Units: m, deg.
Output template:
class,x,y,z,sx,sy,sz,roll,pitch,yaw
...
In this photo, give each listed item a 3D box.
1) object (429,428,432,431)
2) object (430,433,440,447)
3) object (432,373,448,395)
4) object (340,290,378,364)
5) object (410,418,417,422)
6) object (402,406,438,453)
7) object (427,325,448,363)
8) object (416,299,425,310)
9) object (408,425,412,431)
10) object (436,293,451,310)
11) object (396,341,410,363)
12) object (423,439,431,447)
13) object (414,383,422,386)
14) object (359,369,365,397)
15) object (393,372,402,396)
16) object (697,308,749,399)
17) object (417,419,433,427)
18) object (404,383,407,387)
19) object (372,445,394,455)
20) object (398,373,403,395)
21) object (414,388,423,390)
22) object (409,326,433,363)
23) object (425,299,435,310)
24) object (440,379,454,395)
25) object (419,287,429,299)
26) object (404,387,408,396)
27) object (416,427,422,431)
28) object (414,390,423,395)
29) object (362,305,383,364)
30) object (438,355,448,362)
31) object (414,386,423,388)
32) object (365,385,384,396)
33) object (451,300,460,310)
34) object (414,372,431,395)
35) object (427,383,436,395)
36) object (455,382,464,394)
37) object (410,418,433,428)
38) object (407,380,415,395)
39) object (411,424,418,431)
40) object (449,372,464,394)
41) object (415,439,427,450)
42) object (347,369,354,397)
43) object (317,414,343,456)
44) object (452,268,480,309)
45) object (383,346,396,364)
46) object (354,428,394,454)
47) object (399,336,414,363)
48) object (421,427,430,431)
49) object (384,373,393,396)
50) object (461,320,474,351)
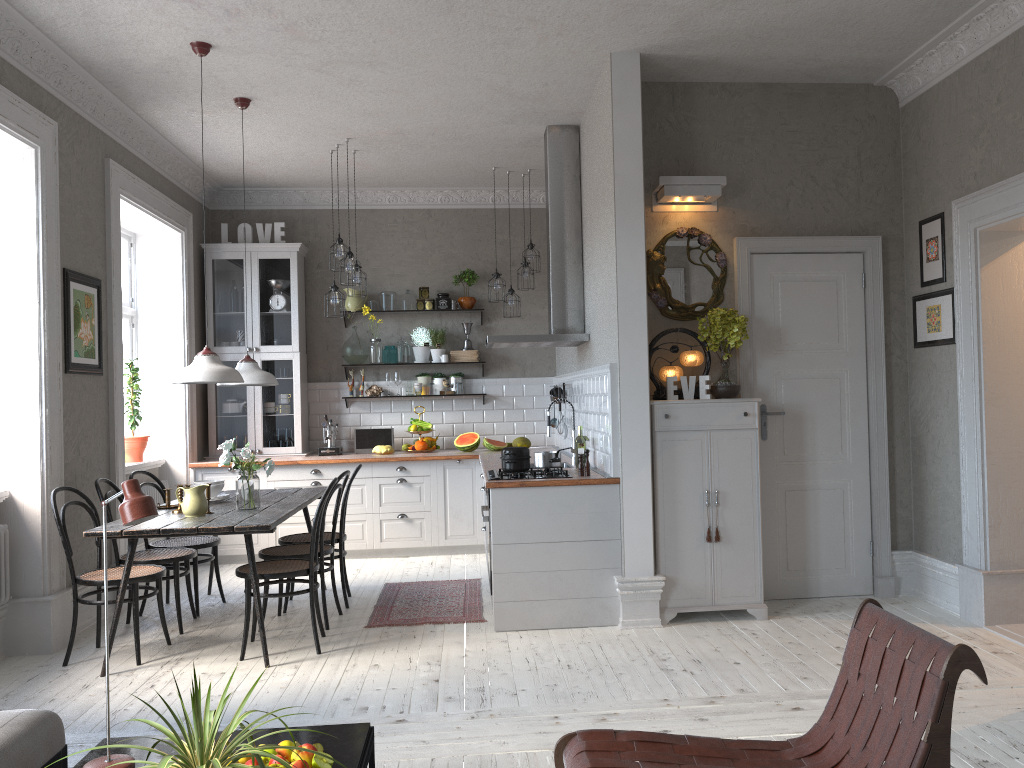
class,x,y,z,sx,sy,sz,roll,pitch,yaw
object,-0.749,0.417,8.082,0.052,0.050,0.049,-2,-1,5
object,-0.711,0.514,8.090,0.060,0.120,0.127,-2,-1,20
object,-0.680,-0.004,8.324,0.170,0.214,0.150,-2,-1,25
object,-1.456,-0.517,8.147,0.341,0.674,0.331,-1,-1,-36
object,-0.891,0.335,8.039,0.074,0.058,0.050,-1,-1,-28
object,-0.838,0.411,8.065,0.357,0.425,0.347,-1,-1,-19
object,-0.696,-0.385,8.264,0.188,0.380,0.166,-1,-1,-43
object,-0.851,-0.731,8.251,0.083,0.113,0.082,-1,-1,-4
object,-0.901,0.415,8.064,0.097,0.078,0.100,-1,-1,-17
object,-0.644,-0.766,8.317,0.142,0.174,0.141,-1,-1,-4
object,-1.012,-0.291,8.195,0.123,0.206,0.126,-2,-1,18
object,-0.780,0.536,8.019,0.087,0.078,0.089,-2,-1,22
object,-0.864,0.018,8.171,0.078,0.051,0.076,-1,-1,-18
object,-1.385,-0.011,8.212,0.052,0.264,0.062,-2,-1,32
object,-1.052,0.000,8.164,0.083,0.217,0.081,-1,-1,-18
object,1.294,-0.188,5.360,0.292,0.553,0.346,-2,-1,30
object,-0.798,0.365,8.111,0.179,0.096,0.089,-2,-1,15
object,-0.969,0.033,8.280,0.077,0.083,0.078,-2,-1,13
object,-1.143,0.584,7.867,0.197,0.083,0.188,-1,-1,-4
object,-1.060,0.002,8.253,0.083,0.217,0.081,-1,-1,-18
object,-0.863,0.061,8.171,0.078,0.051,0.076,-1,-1,-11
object,-0.831,-0.369,8.303,0.242,0.354,0.236,-2,-1,14
object,-0.763,-0.734,8.255,0.082,0.113,0.083,-2,-1,6
object,-0.600,0.027,8.243,0.121,0.147,0.098,-1,-1,-36
object,-0.819,-0.844,8.243,0.084,0.113,0.081,-1,-1,-24
object,-0.968,0.066,8.279,0.077,0.083,0.078,-2,-1,13
object,-0.842,0.420,8.009,0.064,0.061,0.066,-1,-1,-4
object,-0.862,0.078,8.171,0.078,0.051,0.076,-1,-1,-11
object,-1.278,-0.454,8.118,0.193,0.540,0.278,-1,-1,-12
object,-0.623,-0.235,8.204,0.104,0.071,0.063,-2,-1,25
object,-0.863,0.044,8.171,0.076,0.051,0.078,-2,-1,15
object,-1.279,0.061,8.196,0.180,0.111,0.094,-1,-1,-27
object,-0.526,-0.732,8.229,0.093,0.096,0.074,-1,-1,-4
object,-0.835,-0.004,8.301,0.159,0.217,0.153,-1,-1,-24
object,-0.751,0.047,8.236,0.078,0.108,0.077,-1,-1,-11
object,-0.490,0.041,8.235,0.078,0.108,0.077,-1,-1,-11
object,-0.823,0.354,8.041,0.210,0.101,0.067,-1,-1,1
object,-0.934,0.037,8.208,0.080,0.139,0.077,-1,-1,-32
object,-0.883,0.398,7.991,0.058,0.069,0.079,-2,-1,16
object,-0.515,-0.006,8.347,0.159,0.213,0.152,-1,-1,-7
object,-0.816,0.547,7.940,0.115,0.110,0.109,-1,-1,-37
object,-1.492,-0.008,8.218,0.054,0.264,0.060,-1,-1,-33
object,-1.639,0.455,7.938,0.206,0.370,0.352,-1,-1,-4
object,-0.411,-0.884,8.294,0.257,0.397,0.244,-2,-1,20
object,-1.140,-0.270,8.272,0.126,0.172,0.126,-1,-1,-1
object,-1.252,0.519,8.060,0.353,0.226,0.088,-1,-1,-5
object,-0.997,-0.317,8.347,0.131,0.264,0.131,-1,-1,1
object,-0.788,0.421,8.049,0.077,0.062,0.098,-1,-1,-31
object,-1.147,0.004,8.250,0.083,0.217,0.081,-1,-1,-18
object,-0.418,-0.454,8.315,0.132,0.287,0.129,-1,-1,-19
